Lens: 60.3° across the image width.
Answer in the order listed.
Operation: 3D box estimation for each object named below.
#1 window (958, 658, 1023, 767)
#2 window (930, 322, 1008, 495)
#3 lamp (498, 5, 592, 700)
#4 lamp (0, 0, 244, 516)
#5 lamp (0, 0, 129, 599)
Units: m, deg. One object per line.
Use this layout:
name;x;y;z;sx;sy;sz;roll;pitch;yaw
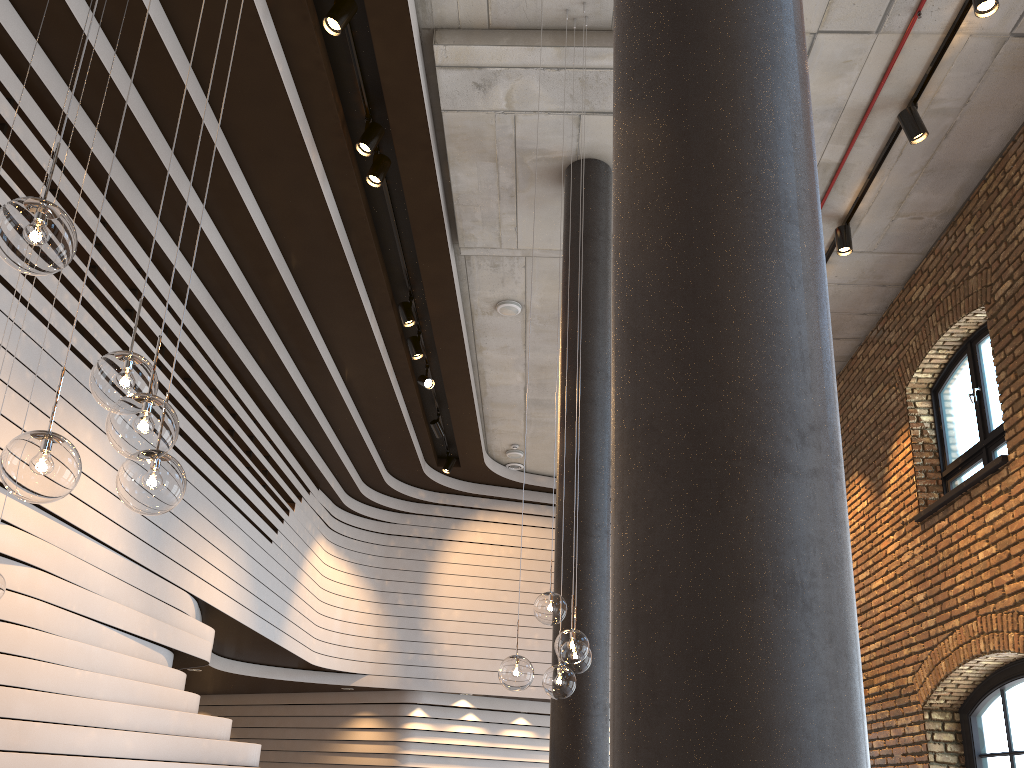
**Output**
window;3.971;3.259;6.409;0.130;2.445;2.442;2;-22;2
window;4.011;0.244;7.520;0.126;1.400;1.629;2;-23;2
lamp;-1.032;1.733;10.175;9.034;4.456;43.485;2;-25;2
lamp;-0.911;-1.872;2.783;0.310;4.574;0.684;-1;-21;10
lamp;-2.305;-1.113;4.382;0.537;4.548;0.342;17;-24;-34
